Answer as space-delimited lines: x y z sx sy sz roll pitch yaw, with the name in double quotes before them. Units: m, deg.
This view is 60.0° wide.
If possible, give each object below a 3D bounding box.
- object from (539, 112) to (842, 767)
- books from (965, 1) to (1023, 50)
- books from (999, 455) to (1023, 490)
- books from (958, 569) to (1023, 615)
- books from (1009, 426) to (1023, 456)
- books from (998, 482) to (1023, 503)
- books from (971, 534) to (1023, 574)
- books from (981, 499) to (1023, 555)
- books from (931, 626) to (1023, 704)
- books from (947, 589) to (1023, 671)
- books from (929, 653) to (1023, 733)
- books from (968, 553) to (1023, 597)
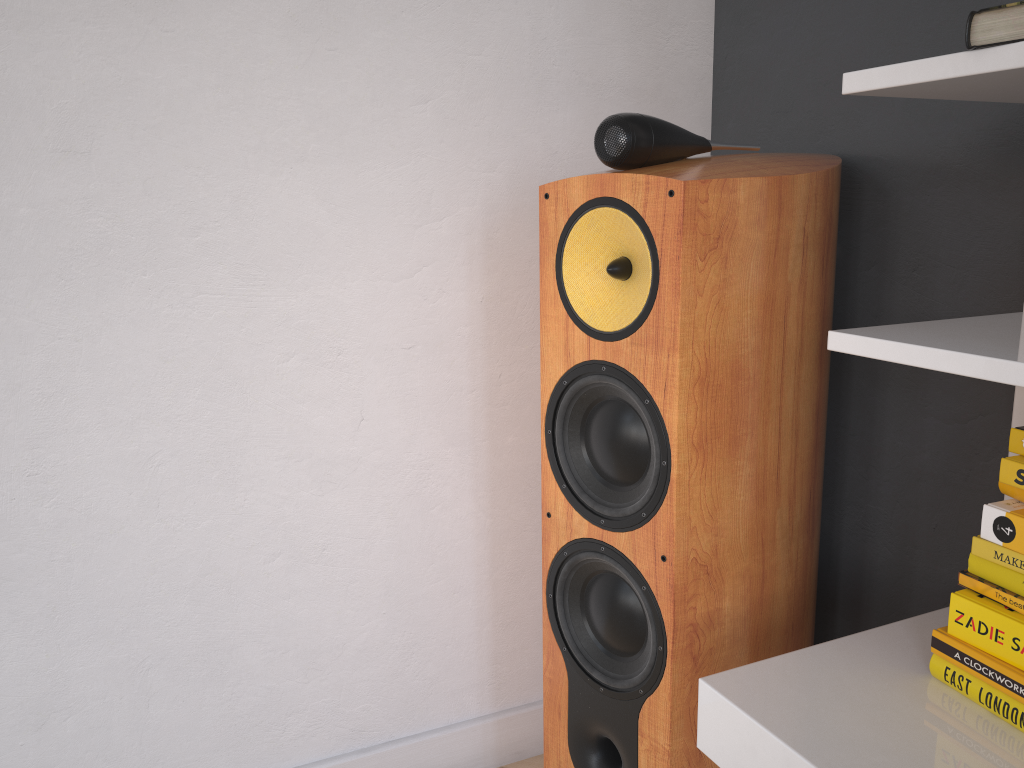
"object" 0.282 0.183 1.282 0.434 1.088 0.290 -10 15 -39
"books" 0.541 -0.289 0.711 0.266 0.030 0.209 -8 14 -31
"books" 0.591 0.097 0.776 0.171 0.024 0.234 -5 12 -20
"books" 0.592 0.211 0.816 0.198 0.015 0.263 -5 12 -21
"books" 0.608 0.069 0.789 0.171 0.024 0.234 -5 12 -20
"books" 0.591 0.119 0.790 0.167 0.023 0.238 -3 12 -9
"books" 0.590 0.173 0.805 0.180 0.019 0.251 -6 13 -24
"books" 0.592 0.149 0.789 0.185 0.035 0.250 -5 12 -21
"books" 0.576 0.276 0.820 0.213 0.025 0.269 -5 12 -21
"books" 0.580 0.242 0.814 0.198 0.044 0.255 -6 13 -24
"books" 0.569 0.304 0.819 0.204 0.029 0.270 -5 12 -19
"books" 0.568 0.193 0.813 0.152 0.024 0.228 -5 12 -20
